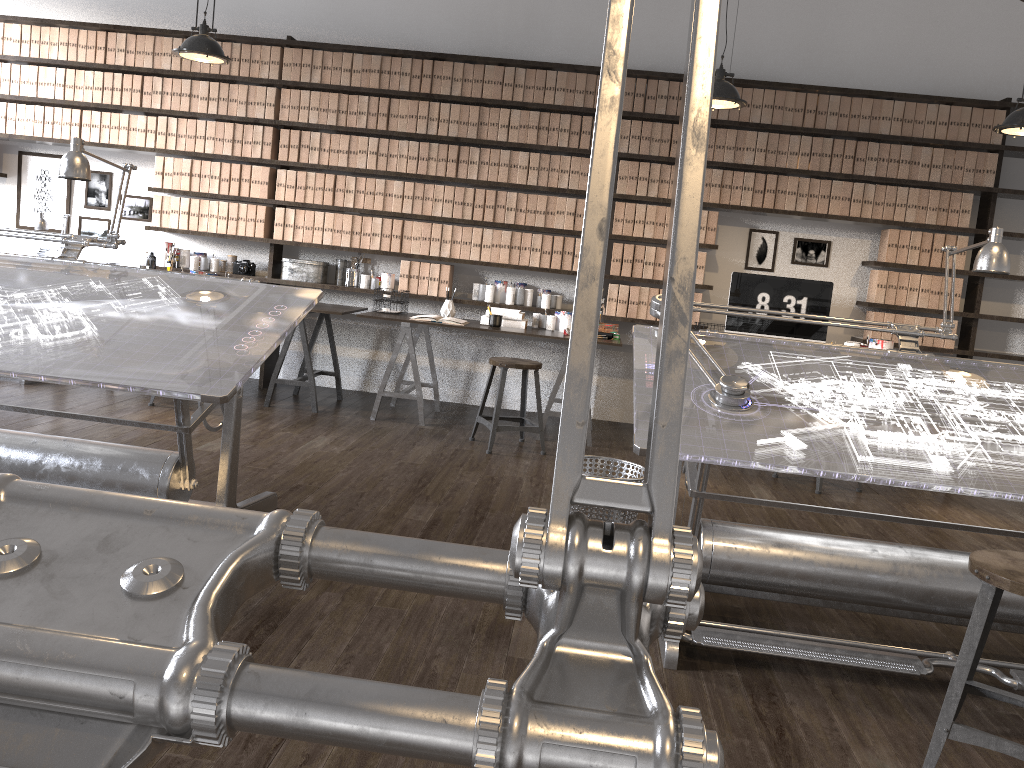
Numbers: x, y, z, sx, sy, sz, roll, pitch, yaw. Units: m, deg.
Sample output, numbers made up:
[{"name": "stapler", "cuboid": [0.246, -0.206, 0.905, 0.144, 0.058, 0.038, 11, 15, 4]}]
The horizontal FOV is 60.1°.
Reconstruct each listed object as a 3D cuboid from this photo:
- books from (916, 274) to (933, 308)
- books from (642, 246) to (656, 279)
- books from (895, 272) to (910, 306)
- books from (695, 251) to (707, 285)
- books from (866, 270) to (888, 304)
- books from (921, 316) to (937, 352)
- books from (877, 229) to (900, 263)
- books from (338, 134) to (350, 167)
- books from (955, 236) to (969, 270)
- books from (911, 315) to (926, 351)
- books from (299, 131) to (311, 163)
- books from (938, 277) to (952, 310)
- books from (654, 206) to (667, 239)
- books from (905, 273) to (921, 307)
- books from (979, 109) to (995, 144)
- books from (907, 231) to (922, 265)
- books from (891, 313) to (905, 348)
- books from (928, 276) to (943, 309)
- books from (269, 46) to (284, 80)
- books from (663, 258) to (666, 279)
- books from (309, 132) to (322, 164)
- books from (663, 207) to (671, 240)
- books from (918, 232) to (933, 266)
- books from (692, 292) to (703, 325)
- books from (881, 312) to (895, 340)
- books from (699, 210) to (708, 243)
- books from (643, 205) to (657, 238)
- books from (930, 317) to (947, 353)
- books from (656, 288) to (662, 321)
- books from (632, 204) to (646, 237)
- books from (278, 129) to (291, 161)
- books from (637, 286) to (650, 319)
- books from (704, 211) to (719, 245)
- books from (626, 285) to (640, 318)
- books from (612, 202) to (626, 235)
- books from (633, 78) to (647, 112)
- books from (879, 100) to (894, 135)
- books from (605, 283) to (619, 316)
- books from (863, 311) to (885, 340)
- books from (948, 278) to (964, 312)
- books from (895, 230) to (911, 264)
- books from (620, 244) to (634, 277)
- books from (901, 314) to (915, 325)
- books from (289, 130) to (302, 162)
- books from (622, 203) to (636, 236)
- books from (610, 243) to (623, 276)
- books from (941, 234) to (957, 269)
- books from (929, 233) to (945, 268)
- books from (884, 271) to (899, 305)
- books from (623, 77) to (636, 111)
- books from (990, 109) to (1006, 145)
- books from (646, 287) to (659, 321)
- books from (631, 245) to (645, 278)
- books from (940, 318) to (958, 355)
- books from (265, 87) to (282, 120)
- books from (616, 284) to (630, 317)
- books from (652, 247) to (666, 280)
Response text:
[{"name": "books", "cuboid": [2.726, -0.617, 5.911, 0.067, 0.224, 0.175, 6, 6, 5]}, {"name": "books", "cuboid": [0.935, -0.827, 6.063, 0.067, 0.224, 0.175, 6, 6, 4]}, {"name": "books", "cuboid": [2.586, -0.634, 5.930, 0.067, 0.224, 0.175, 6, 6, 4]}, {"name": "books", "cuboid": [1.271, -0.788, 6.036, 0.067, 0.224, 0.175, 6, 6, 5]}, {"name": "books", "cuboid": [2.446, -0.650, 5.936, 0.067, 0.225, 0.175, 6, 6, 5]}, {"name": "books", "cuboid": [2.764, -0.336, 5.935, 0.067, 0.224, 0.175, 6, 6, 5]}, {"name": "books", "cuboid": [2.513, -0.917, 5.914, 0.067, 0.224, 0.175, 6, 6, 5]}, {"name": "books", "cuboid": [-1.150, -1.616, 6.193, 0.067, 0.225, 0.175, 6, 6, 4]}, {"name": "books", "cuboid": [2.946, -0.866, 5.875, 0.067, 0.224, 0.175, 6, 6, 5]}, {"name": "books", "cuboid": [2.694, -0.344, 5.937, 0.067, 0.225, 0.175, 6, 6, 4]}, {"name": "books", "cuboid": [-1.427, -1.649, 6.222, 0.067, 0.224, 0.175, 6, 6, 4]}, {"name": "books", "cuboid": [2.854, -0.602, 5.905, 0.067, 0.224, 0.175, 6, 6, 5]}, {"name": "books", "cuboid": [1.002, -1.094, 6.039, 0.067, 0.224, 0.175, 6, 6, 4]}, {"name": "books", "cuboid": [2.654, -0.626, 5.921, 0.067, 0.224, 0.175, 6, 6, 5]}, {"name": "books", "cuboid": [3.075, -1.673, 5.803, 0.067, 0.224, 0.175, 6, 6, 4]}, {"name": "books", "cuboid": [2.653, -0.900, 5.898, 0.067, 0.224, 0.175, 6, 6, 4]}, {"name": "books", "cuboid": [2.566, -0.359, 5.951, 0.067, 0.224, 0.175, 6, 6, 5]}, {"name": "books", "cuboid": [2.791, -0.609, 5.906, 0.067, 0.225, 0.175, 6, 6, 4]}, {"name": "books", "cuboid": [-1.625, -2.223, 6.189, 0.067, 0.224, 0.175, 6, 6, 5]}, {"name": "books", "cuboid": [1.076, -0.811, 6.056, 0.067, 0.224, 0.175, 6, 6, 5]}, {"name": "books", "cuboid": [-1.357, -1.640, 6.212, 0.067, 0.224, 0.175, 6, 6, 4]}, {"name": "books", "cuboid": [1.067, -1.085, 6.029, 0.067, 0.225, 0.175, 6, 6, 5]}, {"name": "books", "cuboid": [2.724, -0.892, 5.897, 0.067, 0.224, 0.175, 6, 6, 4]}, {"name": "books", "cuboid": [1.249, -0.514, 6.063, 0.067, 0.224, 0.175, 6, 6, 4]}, {"name": "books", "cuboid": [2.500, -0.366, 5.952, 0.067, 0.225, 0.175, 6, 6, 4]}, {"name": "books", "cuboid": [1.275, -1.062, 6.013, 0.067, 0.224, 0.175, 6, 6, 5]}, {"name": "books", "cuboid": [0.939, -1.101, 6.042, 0.067, 0.224, 0.175, 6, 6, 4]}, {"name": "books", "cuboid": [2.833, -0.328, 5.931, 0.067, 0.224, 0.175, 6, 6, 5]}, {"name": "books", "cuboid": [1.034, -0.538, 6.076, 0.067, 0.225, 0.175, 6, 6, 4]}, {"name": "books", "cuboid": [0.867, -1.109, 6.047, 0.067, 0.225, 0.175, 6, 6, 5]}, {"name": "books", "cuboid": [-1.575, -1.667, 6.235, 0.067, 0.224, 0.175, 6, 6, 4]}, {"name": "books", "cuboid": [0.896, -0.555, 6.091, 0.067, 0.224, 0.175, 6, 6, 4]}, {"name": "books", "cuboid": [1.346, -1.054, 6.012, 0.067, 0.224, 0.175, 6, 6, 5]}, {"name": "books", "cuboid": [0.832, -0.562, 6.091, 0.067, 0.225, 0.175, 6, 6, 5]}, {"name": "books", "cuboid": [0.729, -1.126, 6.064, 0.067, 0.224, 0.175, 6, 6, 4]}, {"name": "books", "cuboid": [0.862, -1.932, 5.982, 0.067, 0.225, 0.175, 6, 6, 4]}, {"name": "books", "cuboid": [2.446, -1.746, 5.851, 0.067, 0.224, 0.175, 6, 6, 5]}, {"name": "books", "cuboid": [0.689, -0.579, 6.107, 0.067, 0.224, 0.175, 6, 6, 4]}, {"name": "books", "cuboid": [2.433, -0.375, 5.964, 0.067, 0.224, 0.175, 6, 6, 5]}, {"name": "books", "cuboid": [2.924, -0.594, 5.900, 0.067, 0.224, 0.175, 6, 6, 5]}, {"name": "books", "cuboid": [2.583, -0.909, 5.908, 0.067, 0.224, 0.175, 6, 6, 5]}, {"name": "books", "cuboid": [0.790, -0.844, 6.074, 0.067, 0.225, 0.175, 6, 6, 5]}, {"name": "books", "cuboid": [2.628, -0.352, 5.945, 0.067, 0.224, 0.175, 6, 6, 5]}, {"name": "books", "cuboid": [-1.502, -1.657, 6.223, 0.067, 0.225, 0.175, 6, 6, 5]}, {"name": "books", "cuboid": [0.798, -1.118, 6.056, 0.067, 0.224, 0.175, 6, 6, 4]}, {"name": "books", "cuboid": [0.717, -0.853, 6.086, 0.067, 0.224, 0.175, 6, 6, 4]}, {"name": "books", "cuboid": [2.871, -0.875, 5.884, 0.067, 0.224, 0.175, 6, 6, 4]}, {"name": "books", "cuboid": [2.797, -0.883, 5.885, 0.067, 0.225, 0.175, 6, 6, 5]}, {"name": "books", "cuboid": [2.516, -0.642, 5.934, 0.067, 0.224, 0.175, 6, 6, 4]}, {"name": "books", "cuboid": [0.789, -1.941, 5.993, 0.067, 0.224, 0.175, 6, 6, 5]}, {"name": "books", "cuboid": [3.144, -1.665, 5.793, 0.067, 0.224, 0.175, 6, 6, 5]}, {"name": "books", "cuboid": [0.961, -0.548, 6.088, 0.067, 0.224, 0.175, 6, 6, 5]}, {"name": "books", "cuboid": [0.865, -0.836, 6.074, 0.067, 0.224, 0.175, 6, 6, 4]}, {"name": "books", "cuboid": [2.897, -0.320, 5.919, 0.067, 0.225, 0.175, 6, 6, 5]}, {"name": "books", "cuboid": [-1.661, -1.951, 6.215, 0.067, 0.225, 0.175, 6, 6, 4]}, {"name": "books", "cuboid": [0.761, -0.570, 6.098, 0.067, 0.224, 0.175, 6, 6, 4]}, {"name": "books", "cuboid": [1.005, -0.819, 6.061, 0.067, 0.224, 0.175, 6, 6, 5]}]
